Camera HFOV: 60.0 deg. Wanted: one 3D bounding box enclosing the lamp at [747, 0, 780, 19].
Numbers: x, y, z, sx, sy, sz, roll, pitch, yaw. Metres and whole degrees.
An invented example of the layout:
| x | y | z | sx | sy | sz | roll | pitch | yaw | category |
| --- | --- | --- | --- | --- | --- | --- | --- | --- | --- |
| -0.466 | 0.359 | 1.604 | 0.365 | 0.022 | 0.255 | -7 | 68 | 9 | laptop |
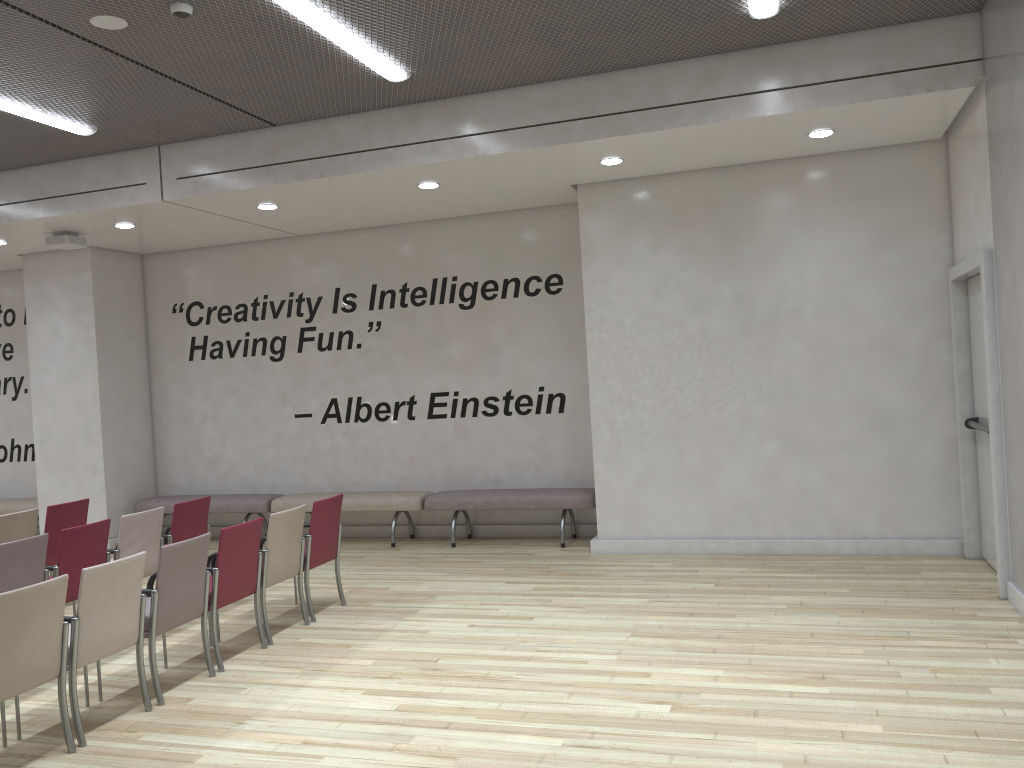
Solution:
| x | y | z | sx | sy | sz | roll | pitch | yaw | category |
| --- | --- | --- | --- | --- | --- | --- | --- | --- | --- |
| 1.148 | -2.362 | 4.210 | 0.198 | 0.045 | 3.303 | -3 | 0 | 18 | lamp |

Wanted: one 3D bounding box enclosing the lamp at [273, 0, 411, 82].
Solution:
| x | y | z | sx | sy | sz | roll | pitch | yaw | category |
| --- | --- | --- | --- | --- | --- | --- | --- | --- | --- |
| -1.337 | -2.221 | 5.004 | 0.198 | 0.045 | 3.303 | -3 | 0 | 18 | lamp |

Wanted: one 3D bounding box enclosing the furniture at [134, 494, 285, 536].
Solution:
| x | y | z | sx | sy | sz | roll | pitch | yaw | category |
| --- | --- | --- | --- | --- | --- | --- | --- | --- | --- |
| -3.517 | 1.577 | 10.365 | 1.833 | 0.550 | 0.530 | -3 | 0 | 18 | furniture |

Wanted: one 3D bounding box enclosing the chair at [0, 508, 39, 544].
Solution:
| x | y | z | sx | sy | sz | roll | pitch | yaw | category |
| --- | --- | --- | --- | --- | --- | --- | --- | --- | --- |
| -4.163 | 1.471 | 7.080 | 0.640 | 0.890 | 0.513 | -3 | 0 | 17 | chair |

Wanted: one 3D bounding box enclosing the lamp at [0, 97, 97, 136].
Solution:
| x | y | z | sx | sy | sz | roll | pitch | yaw | category |
| --- | --- | --- | --- | --- | --- | --- | --- | --- | --- |
| -4.061 | -2.066 | 5.875 | 0.198 | 0.045 | 3.303 | -3 | 0 | 18 | lamp |

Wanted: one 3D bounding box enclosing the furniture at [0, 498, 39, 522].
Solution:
| x | y | z | sx | sy | sz | roll | pitch | yaw | category |
| --- | --- | --- | --- | --- | --- | --- | --- | --- | --- |
| -6.397 | 1.741 | 11.286 | 1.833 | 0.550 | 0.530 | -3 | 0 | 18 | furniture |

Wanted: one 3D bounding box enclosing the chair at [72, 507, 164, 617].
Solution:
| x | y | z | sx | sy | sz | roll | pitch | yaw | category |
| --- | --- | --- | --- | --- | --- | --- | --- | --- | --- |
| -2.989 | 1.404 | 6.691 | 0.640 | 0.890 | 0.513 | -3 | 0 | 18 | chair |

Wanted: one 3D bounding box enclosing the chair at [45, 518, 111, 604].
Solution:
| x | y | z | sx | sy | sz | roll | pitch | yaw | category |
| --- | --- | --- | --- | --- | --- | --- | --- | --- | --- |
| -3.166 | 1.418 | 6.170 | 0.640 | 0.890 | 0.513 | -3 | 0 | 17 | chair |

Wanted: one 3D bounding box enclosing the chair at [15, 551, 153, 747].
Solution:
| x | y | z | sx | sy | sz | roll | pitch | yaw | category |
| --- | --- | --- | --- | --- | --- | --- | --- | --- | --- |
| -2.325 | 1.379 | 4.743 | 0.640 | 0.890 | 0.513 | -3 | 0 | 19 | chair |

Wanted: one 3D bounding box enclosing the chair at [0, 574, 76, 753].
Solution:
| x | y | z | sx | sy | sz | roll | pitch | yaw | category |
| --- | --- | --- | --- | --- | --- | --- | --- | --- | --- |
| -2.490 | 1.392 | 4.221 | 0.640 | 0.890 | 0.513 | -3 | 0 | 18 | chair |

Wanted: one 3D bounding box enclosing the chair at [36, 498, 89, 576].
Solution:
| x | y | z | sx | sy | sz | roll | pitch | yaw | category |
| --- | --- | --- | --- | --- | --- | --- | --- | --- | --- |
| -3.994 | 1.457 | 7.592 | 0.640 | 0.890 | 0.513 | -3 | 0 | 18 | chair |

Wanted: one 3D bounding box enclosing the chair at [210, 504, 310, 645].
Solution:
| x | y | z | sx | sy | sz | roll | pitch | yaw | category |
| --- | --- | --- | --- | --- | --- | --- | --- | --- | --- |
| -1.816 | 1.337 | 6.328 | 0.640 | 0.890 | 0.513 | -3 | 0 | 18 | chair |

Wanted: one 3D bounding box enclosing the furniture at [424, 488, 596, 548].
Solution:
| x | y | z | sx | sy | sz | roll | pitch | yaw | category |
| --- | --- | --- | --- | --- | --- | --- | --- | --- | --- |
| 0.015 | 1.376 | 9.236 | 1.833 | 0.550 | 0.530 | -3 | 0 | 18 | furniture |

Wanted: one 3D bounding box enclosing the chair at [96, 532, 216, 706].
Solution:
| x | y | z | sx | sy | sz | roll | pitch | yaw | category |
| --- | --- | --- | --- | --- | --- | --- | --- | --- | --- |
| -2.148 | 1.365 | 5.269 | 0.640 | 0.890 | 0.513 | -3 | 0 | 17 | chair |

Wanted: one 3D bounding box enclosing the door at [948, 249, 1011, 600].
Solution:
| x | y | z | sx | sy | sz | roll | pitch | yaw | category |
| --- | --- | --- | --- | --- | --- | --- | --- | --- | --- |
| 3.589 | 0.257 | 6.705 | 0.200 | 2.400 | 1.400 | -3 | 0 | 18 | door |

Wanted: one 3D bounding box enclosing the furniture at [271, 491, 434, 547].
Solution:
| x | y | z | sx | sy | sz | roll | pitch | yaw | category |
| --- | --- | --- | --- | --- | --- | --- | --- | --- | --- |
| -1.749 | 1.476 | 9.800 | 1.833 | 0.550 | 0.530 | -3 | 0 | 18 | furniture |

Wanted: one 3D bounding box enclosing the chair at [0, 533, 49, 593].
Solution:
| x | y | z | sx | sy | sz | roll | pitch | yaw | category |
| --- | --- | --- | --- | --- | --- | --- | --- | --- | --- |
| -3.331 | 1.432 | 5.644 | 0.640 | 0.890 | 0.513 | -3 | 0 | 18 | chair |

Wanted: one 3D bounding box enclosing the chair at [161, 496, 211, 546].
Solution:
| x | y | z | sx | sy | sz | roll | pitch | yaw | category |
| --- | --- | --- | --- | --- | --- | --- | --- | --- | --- |
| -2.814 | 1.390 | 7.224 | 0.640 | 0.890 | 0.513 | -3 | 0 | 17 | chair |

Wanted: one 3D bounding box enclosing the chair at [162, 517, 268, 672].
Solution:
| x | y | z | sx | sy | sz | roll | pitch | yaw | category |
| --- | --- | --- | --- | --- | --- | --- | --- | --- | --- |
| -1.981 | 1.351 | 5.805 | 0.640 | 0.890 | 0.513 | -3 | 0 | 18 | chair |

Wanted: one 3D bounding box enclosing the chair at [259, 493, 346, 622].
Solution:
| x | y | z | sx | sy | sz | roll | pitch | yaw | category |
| --- | --- | --- | --- | --- | --- | --- | --- | --- | --- |
| -1.645 | 1.323 | 6.850 | 0.640 | 0.890 | 0.513 | -3 | 0 | 17 | chair |
